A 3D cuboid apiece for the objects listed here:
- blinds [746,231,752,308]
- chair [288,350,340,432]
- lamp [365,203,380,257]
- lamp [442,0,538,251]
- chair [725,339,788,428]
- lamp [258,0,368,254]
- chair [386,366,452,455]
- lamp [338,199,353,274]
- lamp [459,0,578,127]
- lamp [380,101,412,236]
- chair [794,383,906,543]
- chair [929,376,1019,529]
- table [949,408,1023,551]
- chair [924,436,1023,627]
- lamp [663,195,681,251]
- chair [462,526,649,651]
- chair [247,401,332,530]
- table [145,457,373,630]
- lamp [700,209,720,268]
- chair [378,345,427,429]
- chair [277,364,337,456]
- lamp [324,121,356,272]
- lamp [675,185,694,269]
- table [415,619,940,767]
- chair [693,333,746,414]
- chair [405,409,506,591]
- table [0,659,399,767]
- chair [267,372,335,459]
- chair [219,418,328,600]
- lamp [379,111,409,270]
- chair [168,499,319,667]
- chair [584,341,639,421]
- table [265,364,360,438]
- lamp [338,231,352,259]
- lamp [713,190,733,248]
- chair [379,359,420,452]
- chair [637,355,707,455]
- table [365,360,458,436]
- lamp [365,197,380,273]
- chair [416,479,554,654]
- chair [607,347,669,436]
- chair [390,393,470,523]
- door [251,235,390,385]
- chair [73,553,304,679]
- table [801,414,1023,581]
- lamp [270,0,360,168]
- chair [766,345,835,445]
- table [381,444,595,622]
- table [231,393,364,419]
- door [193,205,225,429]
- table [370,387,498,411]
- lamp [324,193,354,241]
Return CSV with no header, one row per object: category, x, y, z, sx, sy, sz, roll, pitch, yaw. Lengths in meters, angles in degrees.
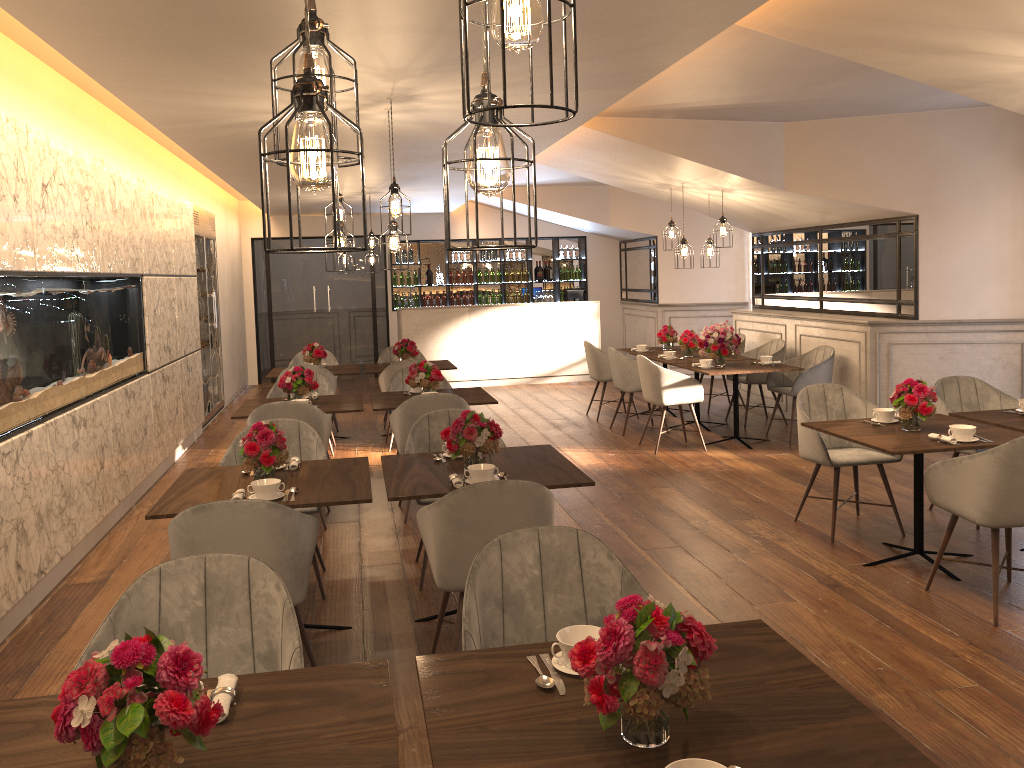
blinds,3.534,-1.347,12.163,0.134,2.688,1.386,-2,5,-10
chair,-2.155,0.069,9.681,0.565,0.869,0.528,-3,5,-10
lamp,-1.713,-2.561,10.592,0.175,2.063,0.175,-2,4,-9
lamp,-0.073,-1.290,1.651,0.175,2.063,0.175,-2,4,-9
chair,2.559,-0.025,9.232,0.526,0.869,0.567,-3,5,-10
lamp,-0.370,-1.258,1.470,0.175,2.063,0.175,-2,4,-9
chair,-0.768,0.306,7.418,0.565,0.869,0.528,-3,5,-10
lamp,-2.063,-2.374,10.746,0.175,2.063,0.175,-2,4,-9
lamp,-0.021,-1.444,1.316,0.175,2.063,0.175,-2,4,-9
lamp,-0.700,-1.885,5.041,0.175,2.063,0.175,-2,4,-9
chair,2.050,0.460,5.458,0.565,0.869,0.528,-3,5,-10
chair,2.993,0.409,5.628,0.565,0.869,0.528,-3,5,-10
table,3.154,0.560,4.980,0.896,0.718,0.900,-3,6,-10
chair,2.319,0.612,4.160,0.565,0.869,0.528,-3,5,-10
lamp,1.618,-2.407,9.053,0.175,2.063,0.175,-2,4,-9
chair,0.137,0.893,2.452,0.565,0.869,0.528,-3,5,-10
chair,-1.489,0.512,5.941,0.565,0.869,0.528,-3,5,-10
table,-1.090,0.808,4.069,0.896,0.718,0.900,-3,6,-10
lamp,1.980,-2.208,8.924,0.175,2.063,0.175,-2,4,-9
chair,-1.212,0.018,9.851,0.565,0.869,0.528,-3,5,-10
chair,-1.932,0.224,8.374,0.565,0.869,0.528,-3,5,-10
lamp,-1.050,-1.699,5.194,0.175,2.063,0.175,-2,4,-9
lamp,1.683,-2.176,8.743,0.175,2.063,0.175,-2,4,-9
table,0.297,1.045,1.805,0.896,0.718,0.900,-3,6,-10
chair,2.391,-0.134,10.154,0.526,0.869,0.567,-3,5,-10
chair,-0.307,0.605,4.886,0.565,0.869,0.528,-3,5,-10
table,-0.646,1.096,1.635,0.896,0.718,0.900,-3,6,-10
chair,-1.712,0.357,7.248,0.565,0.869,0.528,-3,5,-10
chair,-1.250,0.656,4.716,0.565,0.869,0.528,-3,5,-10
lamp,-0.752,-1.731,5.376,0.175,2.063,0.175,-2,4,-9
chair,-1.027,0.812,3.409,0.565,0.869,0.528,-3,5,-10
chair,1.088,-0.062,9.902,0.526,0.869,0.567,-3,5,-10
table,-1.995,0.220,9.034,0.896,0.718,0.900,-3,6,-10
lamp,-2.128,-2.605,11.056,0.175,2.063,0.175,-2,4,-9
lamp,2.033,-2.362,8.589,0.175,2.063,0.175,-2,4,-9
chair,-0.989,0.173,8.544,0.565,0.869,0.528,-3,5,-10
chair,1.424,0.157,8.058,0.526,0.869,0.567,-3,5,-10
table,-1.052,0.169,9.203,0.896,0.718,0.900,-3,6,-10
lamp,-1.766,-2.406,10.928,0.175,2.063,0.175,-2,4,-9
chair,-0.084,0.761,3.579,0.565,0.869,0.528,-3,5,-10
chair,1.256,0.048,8.980,0.526,0.869,0.567,-3,5,-10
chair,-0.545,0.461,6.111,0.565,0.869,0.528,-3,5,-10
door,-3.073,-1.217,14.365,2.107,2.325,0.274,-3,4,-10
chair,-0.806,0.944,2.283,0.565,0.869,0.528,-3,5,-10
table,2.210,0.611,4.812,0.896,0.718,0.900,-3,6,-10
lamp,-0.435,-1.488,1.779,0.175,2.063,0.175,-2,4,-9
chair,2.727,0.084,8.310,0.526,0.869,0.567,-3,5,-10
table,-0.147,0.757,4.238,0.896,0.718,0.900,-3,6,-10
table,-1.551,0.508,6.601,0.896,0.718,0.900,-3,6,-10
door,-3.577,-0.825,10.481,0.134,2.459,1.865,-2,5,-10
table,-0.608,0.457,6.770,0.896,0.718,0.900,-3,6,-10
lamp,-1.115,-1.929,5.504,0.175,2.063,0.175,-2,4,-9
